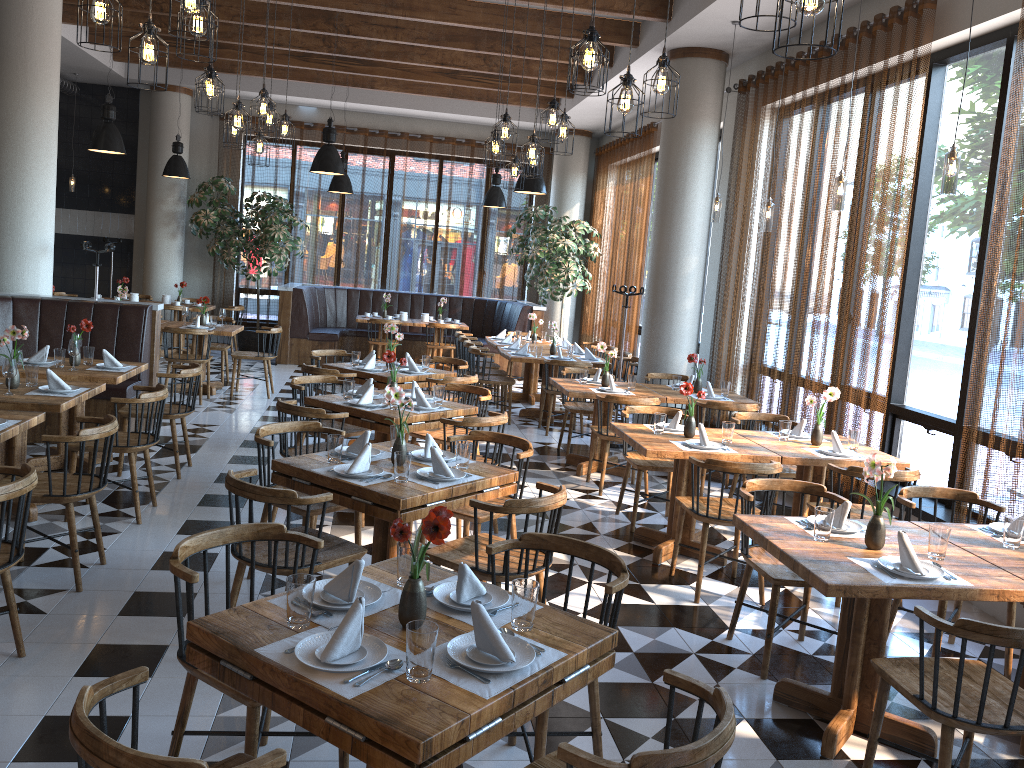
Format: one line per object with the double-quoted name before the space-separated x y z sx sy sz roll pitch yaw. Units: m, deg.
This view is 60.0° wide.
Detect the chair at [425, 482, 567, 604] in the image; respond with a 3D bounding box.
"chair" -0.068 0.843 3.982 0.551 0.814 0.520 9 8 36

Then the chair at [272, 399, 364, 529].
"chair" -1.238 0.513 5.672 0.521 0.814 0.550 9 8 36

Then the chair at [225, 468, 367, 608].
"chair" -0.967 0.787 3.842 0.521 0.814 0.550 9 8 36

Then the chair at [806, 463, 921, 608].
"chair" 2.056 0.850 5.240 0.519 0.814 0.552 4 6 -9

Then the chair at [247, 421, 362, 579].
"chair" -1.099 0.653 4.739 0.551 0.814 0.520 9 8 36

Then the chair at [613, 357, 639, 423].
"chair" 1.241 0.100 10.217 0.549 0.814 0.522 4 6 -9

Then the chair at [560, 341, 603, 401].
"chair" 0.970 -0.173 12.044 0.549 0.814 0.522 4 6 -9

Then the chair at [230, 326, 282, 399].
"chair" -2.989 -0.274 10.346 0.549 0.814 0.522 4 6 -9

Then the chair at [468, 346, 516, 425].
"chair" -0.248 0.007 9.980 0.549 0.814 0.522 4 6 -9

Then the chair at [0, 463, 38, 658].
"chair" -2.162 0.744 3.422 0.549 0.814 0.522 4 6 -9

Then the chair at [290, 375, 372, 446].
"chair" -1.371 0.379 6.568 0.551 0.814 0.520 9 8 36

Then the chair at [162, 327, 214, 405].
"chair" -3.518 -0.218 9.608 0.519 0.814 0.552 4 6 -9

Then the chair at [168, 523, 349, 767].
"chair" -0.823 0.931 2.879 0.551 0.814 0.520 9 8 36

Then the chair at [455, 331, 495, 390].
"chair" -0.519 -0.266 11.806 0.549 0.814 0.522 4 6 -9

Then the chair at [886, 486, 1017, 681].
"chair" 2.181 0.975 4.404 0.519 0.814 0.552 4 6 -9

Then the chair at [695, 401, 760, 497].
"chair" 1.735 0.526 7.406 0.519 0.814 0.552 4 6 -9

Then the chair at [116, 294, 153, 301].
"chair" -5.816 -0.955 13.573 0.519 0.814 0.552 4 6 -9

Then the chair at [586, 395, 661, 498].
"chair" 0.903 0.474 7.277 0.519 0.814 0.552 4 6 -9

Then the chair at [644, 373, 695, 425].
"chair" 1.545 0.334 8.691 0.519 0.814 0.552 4 6 -9

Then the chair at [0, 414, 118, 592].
"chair" -2.323 0.582 4.506 0.549 0.814 0.522 4 6 -9

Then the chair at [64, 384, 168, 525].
"chair" -2.484 0.419 5.590 0.549 0.814 0.522 4 6 -9

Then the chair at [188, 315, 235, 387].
"chair" -3.712 -0.413 10.915 0.519 0.814 0.552 4 6 -9

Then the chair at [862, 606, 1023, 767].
"chair" 1.539 1.115 2.990 0.519 0.814 0.552 4 6 -9

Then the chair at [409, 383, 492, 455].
"chair" -0.472 0.436 6.708 0.521 0.814 0.550 9 8 36

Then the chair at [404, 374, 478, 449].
"chair" -0.602 0.305 7.582 0.551 0.814 0.520 9 8 36

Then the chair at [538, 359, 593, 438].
"chair" 0.564 0.130 9.582 0.519 0.814 0.552 4 6 -9

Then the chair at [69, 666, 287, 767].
"chair" -0.679 1.069 1.962 0.521 0.814 0.550 9 8 36

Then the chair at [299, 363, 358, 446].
"chair" -1.500 0.249 7.442 0.521 0.814 0.550 9 8 36

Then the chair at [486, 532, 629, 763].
"chair" 0.075 0.987 3.018 0.521 0.814 0.550 9 8 36

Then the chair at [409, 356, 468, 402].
"chair" -0.734 0.171 8.479 0.521 0.814 0.550 9 8 36

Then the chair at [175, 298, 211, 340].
"chair" -4.970 -0.901 13.705 0.519 0.814 0.552 4 6 -9

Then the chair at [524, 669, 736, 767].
"chair" 0.208 1.121 2.121 0.551 0.814 0.520 9 8 36

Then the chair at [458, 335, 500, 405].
"chair" -0.434 -0.182 11.239 0.549 0.814 0.522 4 6 -9

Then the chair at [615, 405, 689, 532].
"chair" 1.034 0.606 6.395 0.519 0.814 0.552 4 6 -9

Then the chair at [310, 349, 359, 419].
"chair" -1.633 0.115 8.339 0.551 0.814 0.520 9 8 36

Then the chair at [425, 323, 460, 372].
"chair" -1.069 -0.516 13.288 0.519 0.814 0.552 4 6 -9

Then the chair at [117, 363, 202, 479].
"chair" -2.644 0.257 6.674 0.549 0.814 0.522 4 6 -9

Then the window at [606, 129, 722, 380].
"window" 1.949 -1.690 12.364 0.365 3.153 4.991 4 7 -9

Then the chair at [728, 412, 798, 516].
"chair" 1.866 0.658 6.525 0.519 0.814 0.552 4 6 -9

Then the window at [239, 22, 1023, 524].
"window" 1.268 -1.402 9.840 4.490 3.152 15.204 0 9 -32

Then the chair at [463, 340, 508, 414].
"chair" -0.340 -0.086 10.600 0.549 0.814 0.522 4 6 -9

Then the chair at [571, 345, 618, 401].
"chair" 1.057 -0.086 11.459 0.549 0.814 0.522 4 6 -9

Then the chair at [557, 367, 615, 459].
"chair" 0.713 0.282 8.561 0.519 0.814 0.552 4 6 -9

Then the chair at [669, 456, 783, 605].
"chair" 1.224 0.798 5.111 0.519 0.814 0.552 4 6 -9

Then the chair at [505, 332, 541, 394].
"chair" 0.143 -0.295 12.424 0.519 0.814 0.552 4 6 -9

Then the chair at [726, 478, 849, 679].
"chair" 1.349 0.923 4.274 0.519 0.814 0.552 4 6 -9

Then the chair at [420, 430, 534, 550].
"chair" -0.201 0.709 4.879 0.521 0.814 0.550 9 8 36

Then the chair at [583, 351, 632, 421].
"chair" 1.152 0.010 10.819 0.549 0.814 0.522 4 6 -9

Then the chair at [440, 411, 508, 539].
"chair" -0.339 0.570 5.811 0.551 0.814 0.520 9 8 36

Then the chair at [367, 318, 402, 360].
"chair" -1.915 -0.569 13.156 0.519 0.814 0.552 4 6 -9
